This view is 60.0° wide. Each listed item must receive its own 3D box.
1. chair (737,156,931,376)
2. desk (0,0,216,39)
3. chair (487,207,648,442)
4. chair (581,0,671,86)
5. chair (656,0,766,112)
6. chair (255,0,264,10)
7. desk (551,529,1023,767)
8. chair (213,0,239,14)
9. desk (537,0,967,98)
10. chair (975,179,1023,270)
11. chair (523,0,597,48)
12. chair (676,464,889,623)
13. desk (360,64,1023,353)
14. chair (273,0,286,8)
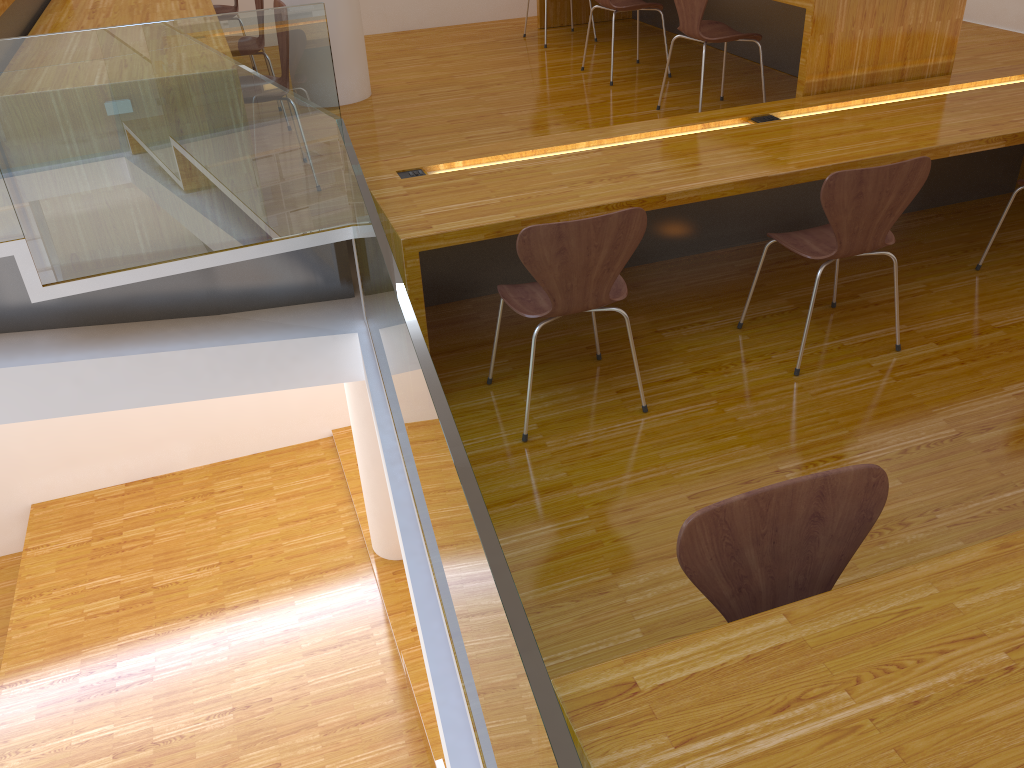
[{"bbox_3d":[1.075,-0.456,2.996,0.428,0.693,0.381,-13,33,-15],"label":"chair"},{"bbox_3d":[-2.130,-1.467,4.114,1.527,0.785,3.243,-13,33,-15],"label":"desk"},{"bbox_3d":[0.158,-0.250,2.749,0.428,0.693,0.381,-13,33,-15],"label":"chair"},{"bbox_3d":[0.636,-2.082,4.933,0.381,0.693,0.428,-13,33,-15],"label":"chair"},{"bbox_3d":[0.953,-1.607,4.147,0.381,0.693,0.428,-13,33,-15],"label":"chair"},{"bbox_3d":[-1.370,-1.632,4.394,0.381,0.693,0.428,-13,33,-15],"label":"chair"},{"bbox_3d":[1.762,0.779,1.349,3.236,0.918,1.285,-13,33,-15],"label":"desk"},{"bbox_3d":[-1.772,-2.171,5.290,0.381,0.693,0.428,-13,33,-15],"label":"chair"},{"bbox_3d":[1.048,-2.127,5.042,0.760,0.606,3.185,-13,33,-15],"label":"desk"},{"bbox_3d":[2.119,-0.711,3.310,0.428,0.693,0.381,-13,33,-15],"label":"chair"},{"bbox_3d":[0.306,-2.637,5.848,0.381,0.693,0.428,-13,33,-15],"label":"chair"},{"bbox_3d":[0.509,0.541,1.455,0.428,0.693,0.381,-13,33,-15],"label":"chair"},{"bbox_3d":[1.069,-0.687,3.456,3.185,0.606,0.760,-13,33,-15],"label":"desk"},{"bbox_3d":[-1.053,-1.157,3.609,0.381,0.693,0.428,-13,33,-15],"label":"chair"}]
